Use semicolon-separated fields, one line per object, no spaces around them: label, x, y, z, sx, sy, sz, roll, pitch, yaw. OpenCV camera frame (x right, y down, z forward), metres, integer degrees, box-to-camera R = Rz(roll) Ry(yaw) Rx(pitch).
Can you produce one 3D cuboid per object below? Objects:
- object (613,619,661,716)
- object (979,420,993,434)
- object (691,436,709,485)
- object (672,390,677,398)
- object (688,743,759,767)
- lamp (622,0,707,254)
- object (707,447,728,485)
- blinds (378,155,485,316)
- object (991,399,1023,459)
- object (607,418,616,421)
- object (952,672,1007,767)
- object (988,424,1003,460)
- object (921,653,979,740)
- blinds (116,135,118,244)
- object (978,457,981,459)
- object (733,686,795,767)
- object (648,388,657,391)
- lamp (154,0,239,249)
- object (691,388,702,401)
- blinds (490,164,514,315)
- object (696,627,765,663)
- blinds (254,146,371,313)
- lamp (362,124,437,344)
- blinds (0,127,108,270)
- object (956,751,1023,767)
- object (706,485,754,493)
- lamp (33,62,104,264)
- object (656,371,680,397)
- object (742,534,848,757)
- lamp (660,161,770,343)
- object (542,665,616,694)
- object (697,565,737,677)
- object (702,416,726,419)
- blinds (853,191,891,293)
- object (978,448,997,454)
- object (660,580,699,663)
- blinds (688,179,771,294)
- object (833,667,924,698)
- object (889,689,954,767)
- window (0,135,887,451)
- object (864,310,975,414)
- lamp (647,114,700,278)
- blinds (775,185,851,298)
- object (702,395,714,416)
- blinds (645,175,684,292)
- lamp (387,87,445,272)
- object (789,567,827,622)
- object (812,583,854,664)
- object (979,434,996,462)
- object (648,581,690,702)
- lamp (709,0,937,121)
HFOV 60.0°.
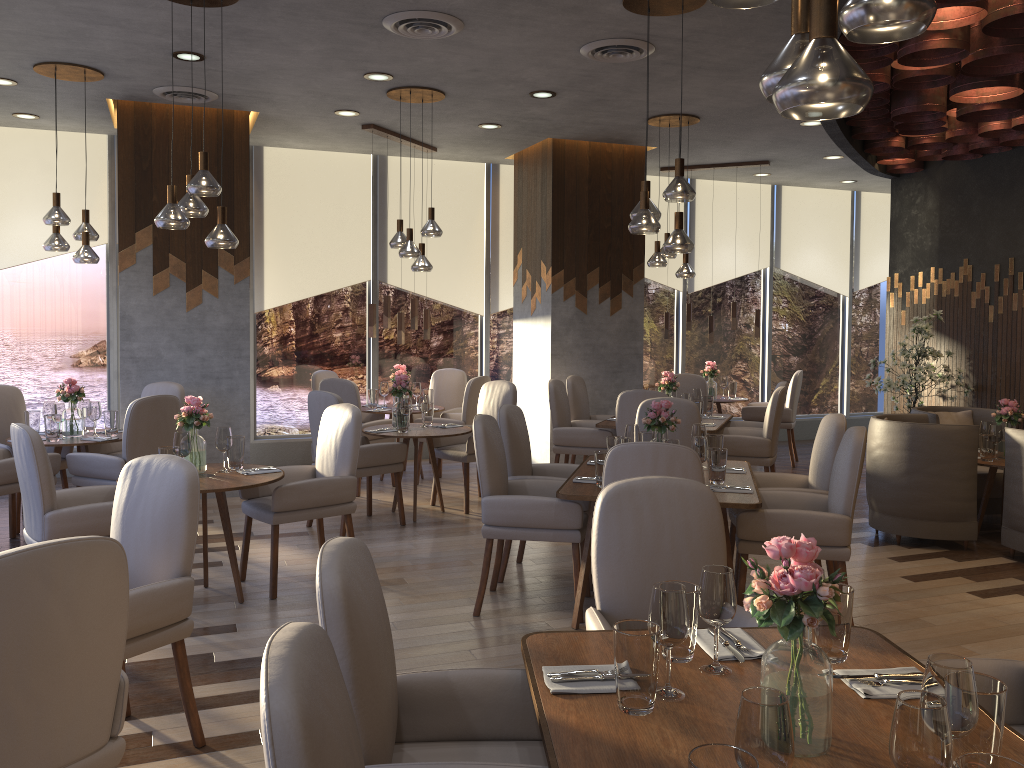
object;0.265;0.605;1.890;0.102;0.178;0.102;0;3;1
object;3.382;0.385;6.317;0.092;0.244;0.092;-2;3;-44
object;0.953;0.392;4.507;0.092;0.244;0.092;-1;3;-29
object;1.423;0.154;7.892;0.092;0.244;0.092;0;2;-1
object;0.313;0.646;1.319;0.102;0.178;0.102;0;3;1
lamp;0.800;-1.369;4.703;0.439;1.324;0.440;0;2;-16
object;1.053;0.422;4.553;0.102;0.178;0.102;2;3;29
blinds;-0.843;-2.064;9.435;1.173;2.677;0.007;-1;2;-21
object;3.472;0.309;6.194;0.198;0.415;0.210;-2;4;-44
object;0.931;0.296;7.438;0.255;0.019;0.157;2;4;21
object;0.841;0.629;1.614;0.102;0.178;0.102;1;3;12
object;3.332;0.400;6.110;0.092;0.244;0.092;3;3;43
object;0.759;0.601;1.541;0.092;0.244;0.092;2;3;38
blinds;-3.170;-2.309;8.525;1.173;2.677;0.007;-1;2;-21
object;3.194;0.504;6.209;0.255;0.019;0.158;0;4;1
object;0.394;0.609;1.391;0.092;0.244;0.092;-1;3;-31
object;1.238;0.157;7.830;0.092;0.244;0.092;-2;3;-44
lamp;-1.646;-1.381;4.620;0.439;1.324;0.440;0;3;-19
object;1.625;0.162;7.805;0.092;0.244;0.092;-1;3;-25
blinds;0.321;-2.105;9.884;1.173;2.677;0.007;-1;2;-21
object;0.558;0.662;2.252;0.157;0.019;0.255;0;4;-7
blinds;-2.006;-2.048;8.986;1.173;2.677;0.007;-1;2;-21
lamp;-1.036;-1.337;8.300;0.118;1.929;1.162;1;3;24
blinds;-4.335;-2.285;8.075;1.173;2.677;0.007;-1;2;-21
object;0.706;0.651;1.300;0.102;0.178;0.102;-1;3;-27
object;1.065;0.513;4.390;0.255;0.019;0.158;1;4;13
lamp;-3.069;-1.501;6.157;0.439;1.324;0.440;2;3;36
object;1.336;0.095;7.561;0.198;0.415;0.210;-2;4;-44
object;0.555;0.502;1.752;0.210;0.415;0.198;0;3;-9
lamp;2.181;-1.407;9.631;1.161;1.929;0.118;2;3;24
object;0.200;0.673;2.047;0.255;0.019;0.158;0;4;-5
object;0.485;0.559;2.100;0.092;0.244;0.092;0;2;-5
object;1.715;0.285;7.671;0.255;0.019;0.157;2;4;23
blinds;4.995;-2.535;11.675;1.173;2.677;0.007;-1;2;-21
object;3.469;0.488;6.462;0.157;0.019;0.255;0;4;-2
object;0.408;0.586;2.179;0.102;0.178;0.102;0;3;-1
blinds;2.666;-2.422;10.778;1.173;2.677;0.007;-1;2;-21
object;0.847;0.679;2.033;0.255;0.019;0.158;0;4;-4
object;0.637;0.611;1.383;0.092;0.244;0.092;0;2;0
window;-1.344;-0.814;6.323;8.063;3.194;16.142;2;4;24
object;3.359;0.181;7.434;0.746;1.614;0.789;0;3;-15
lamp;1.353;-1.563;7.492;0.439;1.324;0.440;-1;3;-36
blinds;3.830;-2.446;11.228;1.173;2.677;0.007;-1;2;-21
object;1.731;0.194;7.833;0.102;0.178;0.102;-2;4;-41
blinds;1.501;-2.422;10.328;1.173;2.677;0.007;-1;2;-21
lamp;-0.729;-1.523;6.706;0.439;1.324;0.440;0;2;-14
object;0.704;0.560;2.112;0.092;0.244;0.092;0;2;-1
object;0.787;0.588;2.185;0.102;0.178;0.102;3;4;42
object;3.243;0.436;6.046;0.102;0.178;0.102;2;3;27
object;0.347;0.568;1.962;0.092;0.244;0.092;1;3;14
lamp;0.582;-1.155;1.681;0.439;1.324;0.440;1;3;18
